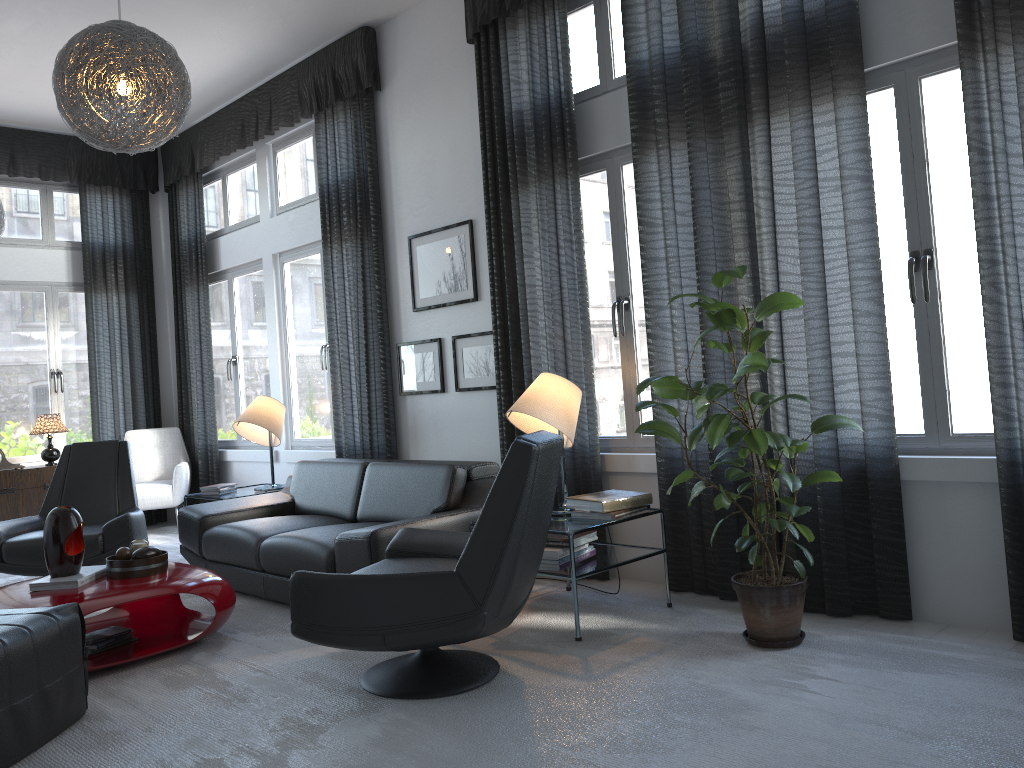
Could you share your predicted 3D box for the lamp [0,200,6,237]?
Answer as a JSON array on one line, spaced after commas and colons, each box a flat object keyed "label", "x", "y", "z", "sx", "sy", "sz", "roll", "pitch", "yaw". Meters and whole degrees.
[{"label": "lamp", "x": -3.482, "y": -1.438, "z": 5.538, "sx": 0.514, "sy": 1.308, "sz": 0.513, "roll": -6, "pitch": -2, "yaw": 41}]

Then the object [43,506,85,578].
[{"label": "object", "x": -1.840, "y": 0.643, "z": 3.638, "sx": 0.151, "sy": 0.280, "sz": 0.153, "roll": -4, "pitch": -2, "yaw": -4}]

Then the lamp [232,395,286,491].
[{"label": "lamp", "x": -1.189, "y": 0.551, "z": 5.598, "sx": 1.166, "sy": 1.017, "sz": 0.474, "roll": -4, "pitch": -2, "yaw": 20}]

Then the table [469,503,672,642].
[{"label": "table", "x": 0.243, "y": 0.760, "z": 3.735, "sx": 0.594, "sy": 0.411, "sz": 0.592, "roll": -4, "pitch": -1, "yaw": -44}]

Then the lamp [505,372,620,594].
[{"label": "lamp", "x": 0.088, "y": 0.461, "z": 4.271, "sx": 0.475, "sy": 1.016, "sz": 1.166, "roll": -4, "pitch": -1, "yaw": -18}]

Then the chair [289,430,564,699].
[{"label": "chair", "x": -0.211, "y": 0.587, "z": 3.029, "sx": 0.803, "sy": 0.811, "sz": 0.840, "roll": -5, "pitch": -1, "yaw": 19}]

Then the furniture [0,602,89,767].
[{"label": "furniture", "x": -1.708, "y": 0.923, "z": 2.679, "sx": 0.598, "sy": 0.378, "sz": 0.613, "roll": -4, "pitch": -1, "yaw": 5}]

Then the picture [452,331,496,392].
[{"label": "picture", "x": -0.188, "y": -0.127, "z": 5.021, "sx": 0.020, "sy": 0.327, "sz": 0.427, "roll": -2, "pitch": -2, "yaw": -44}]

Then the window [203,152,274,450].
[{"label": "window", "x": -2.284, "y": -0.625, "z": 7.244, "sx": 0.133, "sy": 2.326, "sz": 1.265, "roll": -2, "pitch": -3, "yaw": -44}]

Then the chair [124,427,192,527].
[{"label": "chair", "x": -2.927, "y": 0.781, "z": 7.182, "sx": 0.594, "sy": 0.824, "sz": 0.611, "roll": -4, "pitch": -1, "yaw": -14}]

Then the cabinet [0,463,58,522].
[{"label": "cabinet", "x": -3.948, "y": 0.964, "z": 6.487, "sx": 1.400, "sy": 0.613, "sz": 0.385, "roll": -4, "pitch": -1, "yaw": -44}]

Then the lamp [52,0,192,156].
[{"label": "lamp", "x": -1.582, "y": -1.573, "z": 3.567, "sx": 0.511, "sy": 1.308, "sz": 0.515, "roll": -6, "pitch": -2, "yaw": 41}]

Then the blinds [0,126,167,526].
[{"label": "blinds", "x": -4.169, "y": -0.365, "z": 6.665, "sx": 3.215, "sy": 3.282, "sz": 0.188, "roll": -3, "pitch": -2, "yaw": -44}]

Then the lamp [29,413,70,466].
[{"label": "lamp", "x": -3.569, "y": 0.430, "z": 6.843, "sx": 0.280, "sy": 0.398, "sz": 0.280, "roll": -4, "pitch": -2, "yaw": -18}]

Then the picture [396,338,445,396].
[{"label": "picture", "x": -0.562, "y": -0.100, "z": 5.409, "sx": 0.020, "sy": 0.327, "sz": 0.427, "roll": -2, "pitch": -2, "yaw": -44}]

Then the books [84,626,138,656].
[{"label": "books", "x": -1.727, "y": 1.072, "z": 3.703, "sx": 0.204, "sy": 0.054, "sz": 0.272, "roll": -4, "pitch": 0, "yaw": 22}]

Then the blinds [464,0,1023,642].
[{"label": "blinds", "x": 0.925, "y": -0.730, "z": 3.707, "sx": 0.189, "sy": 3.282, "sz": 3.206, "roll": -2, "pitch": -2, "yaw": -44}]

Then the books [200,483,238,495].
[{"label": "books", "x": -1.921, "y": 0.689, "z": 5.800, "sx": 0.160, "sy": 0.050, "sz": 0.215, "roll": -4, "pitch": 0, "yaw": 18}]

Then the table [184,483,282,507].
[{"label": "table", "x": -1.718, "y": 0.899, "z": 5.772, "sx": 0.594, "sy": 0.411, "sz": 0.592, "roll": -4, "pitch": -1, "yaw": -44}]

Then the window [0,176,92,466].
[{"label": "window", "x": -3.758, "y": -0.518, "z": 7.258, "sx": 1.269, "sy": 2.326, "sz": 0.133, "roll": -3, "pitch": -3, "yaw": -44}]

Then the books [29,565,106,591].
[{"label": "books", "x": -1.808, "y": 0.797, "z": 3.651, "sx": 0.201, "sy": 0.030, "sz": 0.306, "roll": -4, "pitch": 0, "yaw": 1}]

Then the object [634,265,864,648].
[{"label": "object", "x": 0.805, "y": 0.254, "z": 3.169, "sx": 0.785, "sy": 1.333, "sz": 0.534, "roll": -3, "pitch": -2, "yaw": -34}]

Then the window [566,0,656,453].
[{"label": "window", "x": 0.518, "y": -0.824, "z": 4.332, "sx": 0.133, "sy": 2.326, "sz": 1.265, "roll": -2, "pitch": -3, "yaw": -44}]

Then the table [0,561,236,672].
[{"label": "table", "x": -1.728, "y": 0.955, "z": 3.691, "sx": 0.943, "sy": 0.301, "sz": 0.937, "roll": -4, "pitch": 0, "yaw": -44}]

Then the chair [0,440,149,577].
[{"label": "chair", "x": -2.449, "y": 0.747, "z": 5.007, "sx": 0.840, "sy": 0.811, "sz": 0.803, "roll": -4, "pitch": -1, "yaw": -6}]

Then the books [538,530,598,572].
[{"label": "books", "x": 0.189, "y": 0.663, "z": 3.593, "sx": 0.279, "sy": 0.116, "sz": 0.322, "roll": -4, "pitch": 0, "yaw": 31}]

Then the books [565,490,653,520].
[{"label": "books", "x": 0.407, "y": 0.510, "z": 3.753, "sx": 0.320, "sy": 0.075, "sz": 0.278, "roll": -4, "pitch": 0, "yaw": -40}]

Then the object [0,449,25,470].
[{"label": "object", "x": -3.861, "y": 0.560, "z": 6.567, "sx": 0.407, "sy": 0.181, "sz": 0.180, "roll": -4, "pitch": -1, "yaw": -44}]

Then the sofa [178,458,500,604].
[{"label": "sofa", "x": -0.881, "y": 0.731, "z": 4.559, "sx": 0.937, "sy": 0.617, "sz": 1.901, "roll": -4, "pitch": 0, "yaw": -44}]

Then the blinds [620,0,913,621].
[{"label": "blinds", "x": 0.954, "y": -0.650, "z": 3.677, "sx": 1.078, "sy": 3.116, "sz": 0.115, "roll": -6, "pitch": -3, "yaw": 43}]

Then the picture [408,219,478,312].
[{"label": "picture", "x": -0.416, "y": -0.688, "z": 5.237, "sx": 0.020, "sy": 0.468, "sz": 0.587, "roll": -2, "pitch": -2, "yaw": -44}]

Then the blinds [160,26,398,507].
[{"label": "blinds", "x": -1.895, "y": -0.530, "z": 6.637, "sx": 0.189, "sy": 3.282, "sz": 3.206, "roll": -2, "pitch": -2, "yaw": -44}]

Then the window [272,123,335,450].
[{"label": "window", "x": -1.304, "y": -0.695, "z": 6.225, "sx": 0.133, "sy": 2.326, "sz": 1.265, "roll": -2, "pitch": -3, "yaw": -44}]

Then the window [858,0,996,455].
[{"label": "window", "x": 1.499, "y": -0.893, "z": 3.313, "sx": 0.133, "sy": 2.326, "sz": 1.265, "roll": -2, "pitch": -3, "yaw": -44}]

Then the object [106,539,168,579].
[{"label": "object", "x": -1.580, "y": 0.732, "z": 3.735, "sx": 0.242, "sy": 0.133, "sz": 0.242, "roll": -4, "pitch": 0, "yaw": -6}]

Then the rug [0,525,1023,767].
[{"label": "rug", "x": -1.168, "y": 1.062, "z": 3.640, "sx": 2.957, "sy": 0.032, "sz": 7.754, "roll": -4, "pitch": 0, "yaw": -44}]
